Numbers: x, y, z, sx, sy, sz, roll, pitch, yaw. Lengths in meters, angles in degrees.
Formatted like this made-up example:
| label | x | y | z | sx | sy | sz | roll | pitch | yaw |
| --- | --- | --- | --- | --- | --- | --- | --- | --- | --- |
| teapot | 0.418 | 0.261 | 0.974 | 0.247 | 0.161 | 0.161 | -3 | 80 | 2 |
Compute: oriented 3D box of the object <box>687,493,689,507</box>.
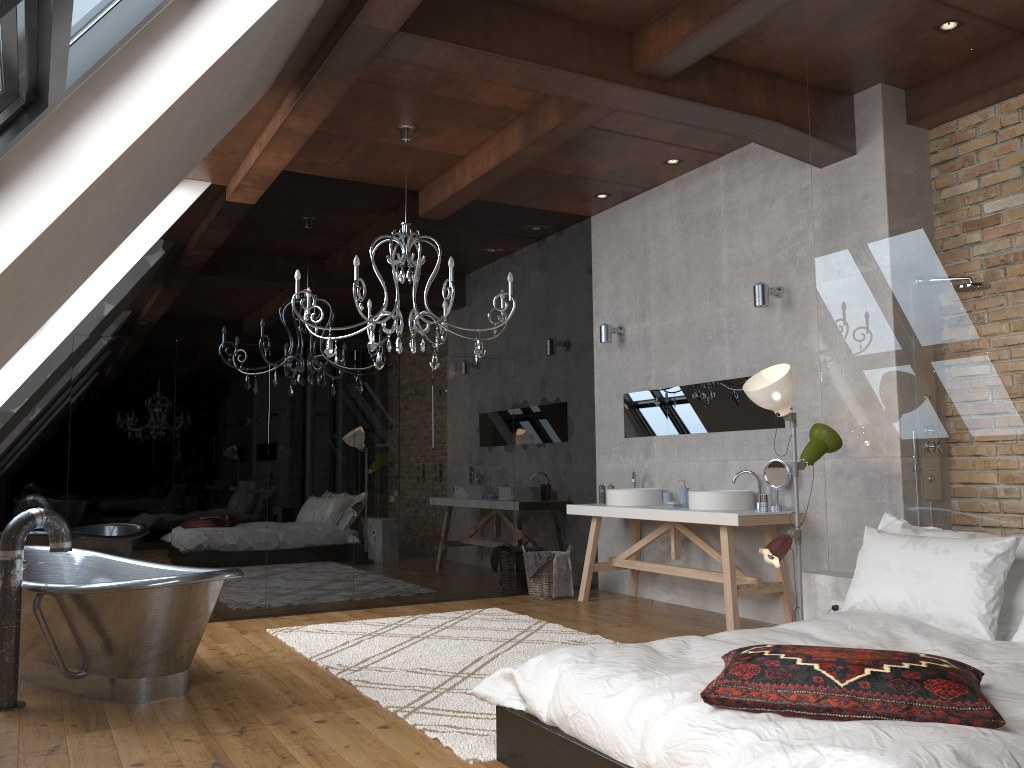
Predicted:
| label | x | y | z | sx | sy | sz | roll | pitch | yaw |
| --- | --- | --- | --- | --- | --- | --- | --- | --- | --- |
| object | 1.323 | 0.851 | 6.505 | 0.075 | 0.108 | 0.075 | 0 | -6 | -8 |

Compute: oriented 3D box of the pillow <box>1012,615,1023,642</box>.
| label | x | y | z | sx | sy | sz | roll | pitch | yaw |
| --- | --- | --- | --- | --- | --- | --- | --- | --- | --- |
| pillow | 2.110 | 0.767 | 3.016 | 0.291 | 0.385 | 0.748 | 2 | -6 | -29 |

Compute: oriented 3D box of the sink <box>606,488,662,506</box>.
| label | x | y | z | sx | sy | sz | roll | pitch | yaw |
| --- | --- | --- | --- | --- | --- | --- | --- | --- | --- |
| sink | 0.963 | 0.892 | 6.995 | 0.445 | 0.128 | 0.442 | -6 | -8 | 43 |

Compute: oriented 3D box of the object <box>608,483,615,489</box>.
| label | x | y | z | sx | sy | sz | roll | pitch | yaw |
| --- | --- | --- | --- | --- | --- | --- | --- | --- | --- |
| object | 0.825 | 0.909 | 7.373 | 0.058 | 0.172 | 0.058 | 5 | -8 | -43 |

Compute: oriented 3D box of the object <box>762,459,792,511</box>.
| label | x | y | z | sx | sy | sz | roll | pitch | yaw |
| --- | --- | --- | --- | --- | --- | --- | --- | --- | --- |
| object | 1.751 | 0.667 | 5.860 | 0.192 | 0.338 | 0.118 | -2 | -6 | 18 |

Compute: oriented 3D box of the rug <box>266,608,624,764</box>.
| label | x | y | z | sx | sy | sz | roll | pitch | yaw |
| --- | --- | --- | --- | --- | --- | --- | --- | --- | --- |
| rug | -0.135 | 1.530 | 4.970 | 1.726 | 0.019 | 3.139 | 2 | -6 | -28 |

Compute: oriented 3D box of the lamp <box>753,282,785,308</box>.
| label | x | y | z | sx | sy | sz | roll | pitch | yaw |
| --- | --- | --- | --- | --- | --- | --- | --- | --- | --- |
| lamp | 1.736 | -0.601 | 5.990 | 0.243 | 0.168 | 0.101 | 2 | -6 | -28 |

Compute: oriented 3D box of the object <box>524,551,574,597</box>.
| label | x | y | z | sx | sy | sz | roll | pitch | yaw |
| --- | --- | --- | --- | --- | --- | --- | --- | --- | --- |
| object | 0.272 | 1.554 | 7.284 | 0.357 | 0.361 | 0.378 | 2 | -6 | -23 |

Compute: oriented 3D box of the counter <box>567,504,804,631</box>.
| label | x | y | z | sx | sy | sz | roll | pitch | yaw |
| --- | --- | --- | --- | --- | --- | --- | --- | --- | --- |
| counter | 1.207 | 1.291 | 6.513 | 0.630 | 0.765 | 2.011 | 2 | -6 | -28 |

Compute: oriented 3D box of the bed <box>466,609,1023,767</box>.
| label | x | y | z | sx | sy | sz | roll | pitch | yaw |
| --- | --- | --- | --- | --- | --- | --- | --- | --- | --- |
| bed | 1.312 | 1.090 | 2.813 | 2.169 | 0.442 | 2.300 | 2 | -6 | -28 |

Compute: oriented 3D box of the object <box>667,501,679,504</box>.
| label | x | y | z | sx | sy | sz | roll | pitch | yaw |
| --- | --- | --- | --- | --- | --- | --- | --- | --- | --- |
| object | 1.179 | 0.878 | 6.503 | 0.067 | 0.035 | 0.084 | 2 | -6 | -26 |

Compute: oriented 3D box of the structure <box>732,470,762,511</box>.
| label | x | y | z | sx | sy | sz | roll | pitch | yaw |
| --- | --- | --- | --- | --- | --- | --- | --- | --- | --- |
| structure | 1.635 | 0.721 | 6.035 | 0.141 | 0.268 | 0.242 | 3 | -7 | -33 |

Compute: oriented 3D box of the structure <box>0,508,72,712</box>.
| label | x | y | z | sx | sy | sz | roll | pitch | yaw |
| --- | --- | --- | --- | --- | --- | --- | --- | --- | --- |
| structure | -2.250 | 1.033 | 4.160 | 0.169 | 0.897 | 0.370 | -5 | -7 | 39 |

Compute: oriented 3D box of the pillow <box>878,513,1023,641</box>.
| label | x | y | z | sx | sy | sz | roll | pitch | yaw |
| --- | --- | --- | --- | --- | --- | --- | --- | --- | --- |
| pillow | 2.071 | 0.792 | 3.434 | 0.358 | 0.517 | 1.746 | 2 | -6 | -29 |

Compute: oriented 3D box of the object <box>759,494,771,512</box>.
| label | x | y | z | sx | sy | sz | roll | pitch | yaw |
| --- | --- | --- | --- | --- | --- | --- | --- | --- | --- |
| object | 1.634 | 0.769 | 5.729 | 0.073 | 0.111 | 0.073 | 3 | -7 | -36 |

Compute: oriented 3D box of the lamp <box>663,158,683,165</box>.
| label | x | y | z | sx | sy | sz | roll | pitch | yaw |
| --- | --- | --- | --- | --- | --- | --- | --- | --- | --- |
| lamp | 1.218 | -1.695 | 6.713 | 0.113 | 0.027 | 0.115 | 2 | -6 | -28 |

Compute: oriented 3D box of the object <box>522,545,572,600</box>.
| label | x | y | z | sx | sy | sz | roll | pitch | yaw |
| --- | --- | --- | --- | --- | --- | --- | --- | --- | --- |
| object | 0.288 | 1.549 | 7.331 | 0.393 | 0.432 | 0.393 | 4 | -7 | -36 |

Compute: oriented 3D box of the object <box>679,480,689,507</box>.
| label | x | y | z | sx | sy | sz | roll | pitch | yaw |
| --- | --- | --- | --- | --- | --- | --- | --- | --- | --- |
| object | 1.285 | 0.814 | 6.604 | 0.076 | 0.201 | 0.076 | 3 | -7 | -35 |

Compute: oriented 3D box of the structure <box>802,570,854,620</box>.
| label | x | y | z | sx | sy | sz | roll | pitch | yaw |
| --- | --- | --- | --- | --- | --- | --- | --- | --- | --- |
| structure | 2.296 | 1.119 | 3.490 | 0.206 | 0.494 | 2.820 | 2 | -6 | -28 |

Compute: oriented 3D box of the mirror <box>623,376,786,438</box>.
| label | x | y | z | sx | sy | sz | roll | pitch | yaw |
| --- | --- | --- | --- | --- | --- | --- | --- | --- | --- |
| mirror | 1.396 | 0.189 | 6.774 | 0.007 | 0.377 | 1.838 | 2 | -6 | -28 |

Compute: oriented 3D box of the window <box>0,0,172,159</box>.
| label | x | y | z | sx | sy | sz | roll | pitch | yaw |
| --- | --- | --- | --- | --- | --- | --- | --- | --- | --- |
| window | -0.923 | -0.988 | 1.787 | 1.702 | 2.162 | 1.713 | 2 | -6 | -28 |

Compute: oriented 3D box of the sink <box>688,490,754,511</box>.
| label | x | y | z | sx | sy | sz | roll | pitch | yaw |
| --- | --- | --- | --- | --- | --- | --- | --- | --- | --- |
| sink | 1.441 | 0.801 | 6.117 | 0.442 | 0.128 | 0.445 | -3 | -6 | 25 |

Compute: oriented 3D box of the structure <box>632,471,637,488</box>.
| label | x | y | z | sx | sy | sz | roll | pitch | yaw |
| --- | --- | --- | --- | --- | --- | --- | --- | --- | --- |
| structure | 0.987 | 0.844 | 7.227 | 0.141 | 0.268 | 0.242 | 2 | -6 | -23 |

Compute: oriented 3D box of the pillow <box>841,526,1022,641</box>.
| label | x | y | z | sx | sy | sz | roll | pitch | yaw |
| --- | --- | --- | --- | --- | --- | --- | --- | --- | --- |
| pillow | 1.731 | 0.816 | 3.712 | 0.276 | 0.397 | 0.744 | 2 | -6 | -29 |

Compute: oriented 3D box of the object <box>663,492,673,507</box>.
| label | x | y | z | sx | sy | sz | roll | pitch | yaw |
| --- | --- | --- | --- | --- | --- | --- | --- | --- | --- |
| object | 1.167 | 0.865 | 6.630 | 0.075 | 0.108 | 0.075 | -1 | -6 | 7 |

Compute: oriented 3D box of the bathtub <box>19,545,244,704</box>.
| label | x | y | z | sx | sy | sz | roll | pitch | yaw |
| --- | --- | --- | --- | --- | --- | --- | --- | --- | --- |
| bathtub | -2.094 | 1.190 | 4.527 | 1.811 | 0.652 | 0.872 | -4 | -7 | 34 |

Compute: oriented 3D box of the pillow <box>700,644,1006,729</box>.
| label | x | y | z | sx | sy | sz | roll | pitch | yaw |
| --- | --- | --- | --- | --- | --- | --- | --- | --- | --- |
| pillow | 0.931 | 0.832 | 2.481 | 0.748 | 0.157 | 0.453 | -3 | -6 | 21 |

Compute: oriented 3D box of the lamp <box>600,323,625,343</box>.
| label | x | y | z | sx | sy | sz | roll | pitch | yaw |
| --- | --- | --- | --- | --- | --- | --- | --- | --- | --- |
| lamp | 0.862 | -0.434 | 7.598 | 0.243 | 0.168 | 0.101 | 2 | -6 | -28 |

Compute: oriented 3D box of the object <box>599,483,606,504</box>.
| label | x | y | z | sx | sy | sz | roll | pitch | yaw |
| --- | --- | --- | --- | --- | --- | --- | --- | --- | --- |
| object | 0.749 | 0.910 | 7.368 | 0.058 | 0.172 | 0.058 | -5 | -7 | 40 |

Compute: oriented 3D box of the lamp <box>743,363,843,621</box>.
| label | x | y | z | sx | sy | sz | roll | pitch | yaw |
| --- | --- | --- | --- | --- | --- | --- | --- | --- | --- |
| lamp | 1.452 | 0.686 | 4.552 | 0.561 | 1.582 | 0.270 | 3 | -7 | -31 |

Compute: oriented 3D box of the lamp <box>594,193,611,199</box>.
| label | x | y | z | sx | sy | sz | roll | pitch | yaw |
| --- | --- | --- | --- | --- | --- | --- | --- | --- | --- |
| lamp | 0.767 | -1.608 | 7.543 | 0.113 | 0.027 | 0.115 | 2 | -6 | -28 |

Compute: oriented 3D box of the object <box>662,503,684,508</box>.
| label | x | y | z | sx | sy | sz | roll | pitch | yaw |
| --- | --- | --- | --- | --- | --- | --- | --- | --- | --- |
| object | 1.179 | 0.892 | 6.502 | 0.100 | 0.031 | 0.147 | 2 | -6 | -27 |

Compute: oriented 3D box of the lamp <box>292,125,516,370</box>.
| label | x | y | z | sx | sy | sz | roll | pitch | yaw |
| --- | --- | --- | --- | --- | --- | --- | --- | --- | --- |
| lamp | -0.709 | -0.941 | 5.936 | 1.409 | 1.594 | 1.409 | 0 | -6 | -6 |
